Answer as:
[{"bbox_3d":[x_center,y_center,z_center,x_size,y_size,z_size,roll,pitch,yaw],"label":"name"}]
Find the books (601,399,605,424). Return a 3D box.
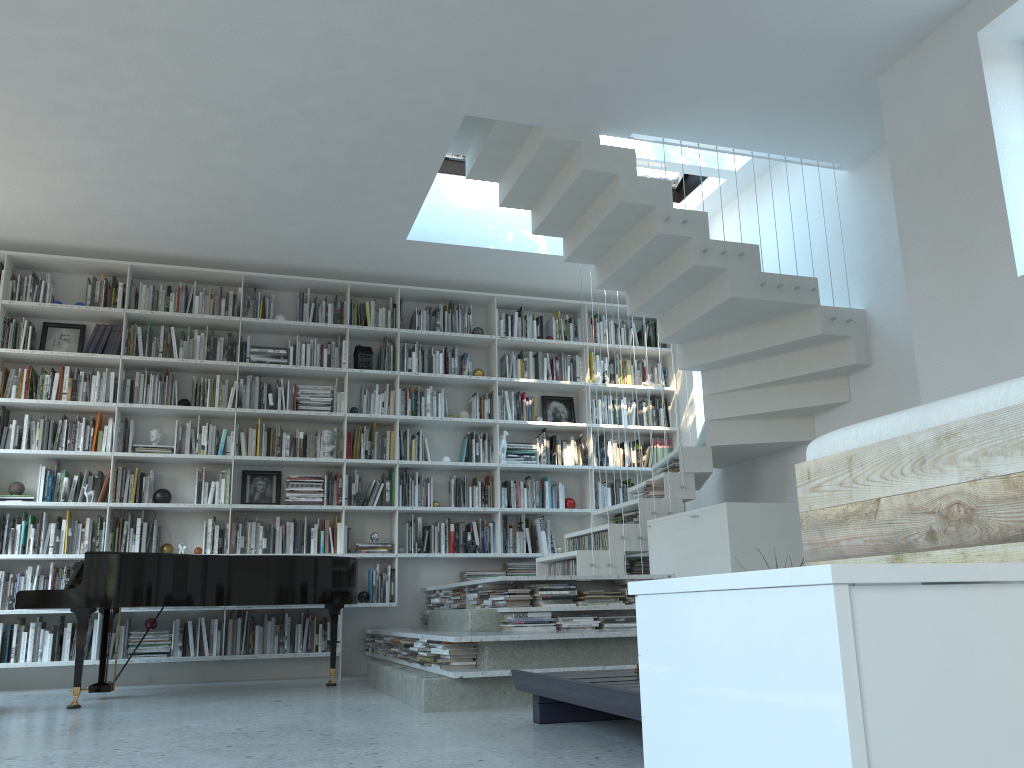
[{"bbox_3d":[0.784,0.278,7.924,0.026,0.256,0.174,3,-15,-17],"label":"books"}]

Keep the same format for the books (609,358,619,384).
[{"bbox_3d":[0.907,-0.089,7.972,0.023,0.253,0.190,3,-15,-17],"label":"books"}]

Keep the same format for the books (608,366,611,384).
[{"bbox_3d":[0.839,-0.052,7.998,0.038,0.198,0.171,3,-15,-17],"label":"books"}]

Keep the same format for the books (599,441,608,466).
[{"bbox_3d":[0.798,0.640,7.832,0.022,0.242,0.171,3,-15,-17],"label":"books"}]

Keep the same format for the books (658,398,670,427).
[{"bbox_3d":[1.378,0.294,8.112,0.042,0.291,0.186,3,-15,-17],"label":"books"}]

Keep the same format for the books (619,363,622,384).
[{"bbox_3d":[0.944,-0.062,7.986,0.014,0.205,0.184,3,-15,-17],"label":"books"}]

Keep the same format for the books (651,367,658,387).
[{"bbox_3d":[1.289,-0.027,8.166,0.023,0.213,0.181,3,-15,-17],"label":"books"}]

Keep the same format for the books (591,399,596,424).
[{"bbox_3d":[0.706,0.276,7.904,0.012,0.253,0.161,3,-15,-17],"label":"books"}]

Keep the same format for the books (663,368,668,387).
[{"bbox_3d":[1.395,-0.025,8.190,0.011,0.216,0.170,3,-15,-17],"label":"books"}]

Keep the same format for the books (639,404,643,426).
[{"bbox_3d":[1.145,0.314,8.056,0.028,0.236,0.146,3,-15,-17],"label":"books"}]

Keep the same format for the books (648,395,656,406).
[{"bbox_3d":[1.288,0.276,8.109,0.013,0.329,0.140,3,-14,-17],"label":"books"}]

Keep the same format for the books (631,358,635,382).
[{"bbox_3d":[1.081,-0.077,8.115,0.010,0.294,0.165,3,-15,-17],"label":"books"}]

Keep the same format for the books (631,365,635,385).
[{"bbox_3d":[1.068,-0.044,8.094,0.023,0.220,0.172,3,-15,-17],"label":"books"}]

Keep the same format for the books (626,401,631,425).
[{"bbox_3d":[1.031,0.297,8.017,0.012,0.253,0.161,3,-15,-17],"label":"books"}]

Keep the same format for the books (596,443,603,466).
[{"bbox_3d":[0.748,0.648,7.844,0.066,0.236,0.144,3,-15,-17],"label":"books"}]

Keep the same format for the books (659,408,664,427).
[{"bbox_3d":[1.328,0.337,8.080,0.029,0.195,0.192,3,-15,-17],"label":"books"}]

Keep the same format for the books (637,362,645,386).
[{"bbox_3d":[1.168,-0.058,8.130,0.022,0.260,0.161,3,-15,-17],"label":"books"}]

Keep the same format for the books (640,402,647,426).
[{"bbox_3d":[1.174,0.305,8.056,0.025,0.252,0.160,3,-15,-17],"label":"books"}]

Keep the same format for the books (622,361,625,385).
[{"bbox_3d":[0.975,-0.073,8.006,0.012,0.237,0.166,3,-15,-17],"label":"books"}]

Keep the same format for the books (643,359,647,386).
[{"bbox_3d":[1.197,-0.066,8.153,0.023,0.286,0.163,3,-15,-17],"label":"books"}]

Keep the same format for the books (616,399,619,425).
[{"bbox_3d":[0.915,0.281,7.976,0.025,0.270,0.153,3,-15,-17],"label":"books"}]

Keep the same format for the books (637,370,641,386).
[{"bbox_3d":[1.136,-0.017,8.131,0.034,0.182,0.157,3,-15,-17],"label":"books"}]

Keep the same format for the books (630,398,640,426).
[{"bbox_3d":[1.120,0.286,8.055,0.024,0.291,0.132,3,-14,-17],"label":"books"}]

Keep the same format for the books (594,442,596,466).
[{"bbox_3d":[0.705,0.642,7.822,0.010,0.238,0.148,3,-15,-17],"label":"books"}]

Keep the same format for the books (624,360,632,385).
[{"bbox_3d":[1.009,-0.070,8.030,0.042,0.241,0.248,3,-15,-17],"label":"books"}]

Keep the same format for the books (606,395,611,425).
[{"bbox_3d":[0.843,0.265,7.959,0.022,0.296,0.162,3,-15,-17],"label":"books"}]

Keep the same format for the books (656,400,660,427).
[{"bbox_3d":[1.303,0.297,8.099,0.013,0.282,0.149,3,-15,-17],"label":"books"}]

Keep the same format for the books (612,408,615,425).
[{"bbox_3d":[0.878,0.324,7.958,0.027,0.179,0.157,3,-15,-17],"label":"books"}]

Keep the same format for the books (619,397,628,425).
[{"bbox_3d":[0.988,0.277,7.993,0.030,0.283,0.166,3,-15,-17],"label":"books"}]

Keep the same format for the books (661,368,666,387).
[{"bbox_3d":[1.365,-0.036,8.203,0.040,0.246,0.160,3,-15,-17],"label":"books"}]

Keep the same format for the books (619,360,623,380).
[{"bbox_3d":[0.958,-0.077,8.001,0.022,0.241,0.145,3,-15,-17],"label":"books"}]

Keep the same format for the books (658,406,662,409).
[{"bbox_3d":[1.343,0.330,8.124,0.024,0.229,0.131,3,-15,-17],"label":"books"}]

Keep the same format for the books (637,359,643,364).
[{"bbox_3d":[1.177,-0.068,8.159,0.011,0.293,0.151,3,-15,-17],"label":"books"}]

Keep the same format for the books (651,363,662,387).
[{"bbox_3d":[1.332,-0.044,8.195,0.029,0.257,0.163,3,-15,-17],"label":"books"}]

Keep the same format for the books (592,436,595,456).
[{"bbox_3d":[0.695,0.615,7.825,0.010,0.292,0.164,3,-15,-17],"label":"books"}]

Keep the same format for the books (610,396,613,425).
[{"bbox_3d":[0.863,0.265,7.953,0.012,0.292,0.166,3,-15,-17],"label":"books"}]

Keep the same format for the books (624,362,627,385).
[{"bbox_3d":[0.990,-0.068,7.999,0.013,0.221,0.175,3,-15,-17],"label":"books"}]

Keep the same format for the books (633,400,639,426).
[{"bbox_3d":[1.095,0.295,8.023,0.023,0.257,0.184,3,-15,-17],"label":"books"}]

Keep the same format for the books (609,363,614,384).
[{"bbox_3d":[0.879,-0.065,7.978,0.025,0.211,0.135,3,-15,-17],"label":"books"}]

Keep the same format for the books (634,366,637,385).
[{"bbox_3d":[1.097,-0.040,8.097,0.013,0.212,0.187,3,-15,-17],"label":"books"}]

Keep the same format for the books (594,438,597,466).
[{"bbox_3d":[0.711,0.625,7.838,0.010,0.278,0.148,3,-15,-17],"label":"books"}]

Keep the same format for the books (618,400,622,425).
[{"bbox_3d":[0.942,0.285,7.973,0.024,0.258,0.156,3,-15,-17],"label":"books"}]

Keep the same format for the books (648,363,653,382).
[{"bbox_3d":[1.244,-0.049,8.159,0.070,0.253,0.154,3,-15,-17],"label":"books"}]

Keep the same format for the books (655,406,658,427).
[{"bbox_3d":[1.275,0.324,8.076,0.025,0.219,0.178,3,-15,-17],"label":"books"}]

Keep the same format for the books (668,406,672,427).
[{"bbox_3d":[1.409,0.332,8.114,0.021,0.218,0.184,3,-15,-17],"label":"books"}]

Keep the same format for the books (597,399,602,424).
[{"bbox_3d":[0.753,0.277,7.902,0.023,0.247,0.182,3,-15,-17],"label":"books"}]

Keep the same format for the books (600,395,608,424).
[{"bbox_3d":[0.807,0.261,7.920,0.014,0.285,0.186,3,-15,-17],"label":"books"}]

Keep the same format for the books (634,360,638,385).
[{"bbox_3d":[1.107,-0.066,8.134,0.024,0.280,0.154,3,-15,-17],"label":"books"}]

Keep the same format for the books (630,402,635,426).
[{"bbox_3d":[1.064,0.298,8.006,0.045,0.244,0.177,3,-15,-17],"label":"books"}]

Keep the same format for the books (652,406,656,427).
[{"bbox_3d":[1.254,0.325,8.059,0.025,0.211,0.189,3,-15,-17],"label":"books"}]

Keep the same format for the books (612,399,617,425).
[{"bbox_3d":[0.900,0.283,7.961,0.013,0.259,0.158,3,-15,-17],"label":"books"}]

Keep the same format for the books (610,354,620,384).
[{"bbox_3d":[0.927,-0.107,7.988,0.022,0.296,0.152,3,-15,-17],"label":"books"}]

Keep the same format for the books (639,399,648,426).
[{"bbox_3d":[1.194,0.289,8.057,0.012,0.282,0.152,3,-15,-17],"label":"books"}]

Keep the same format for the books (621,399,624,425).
[{"bbox_3d":[0.964,0.284,7.978,0.022,0.262,0.173,3,-15,-17],"label":"books"}]

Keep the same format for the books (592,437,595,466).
[{"bbox_3d":[0.683,0.618,7.804,0.025,0.276,0.161,3,-15,-17],"label":"books"}]

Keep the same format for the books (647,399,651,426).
[{"bbox_3d":[1.207,0.292,8.057,0.013,0.276,0.188,3,-15,-17],"label":"books"}]

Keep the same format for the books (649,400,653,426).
[{"bbox_3d":[1.228,0.297,8.059,0.028,0.267,0.174,3,-15,-17],"label":"books"}]

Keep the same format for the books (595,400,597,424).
[{"bbox_3d":[0.721,0.282,7.921,0.026,0.249,0.161,3,-15,-17],"label":"books"}]
